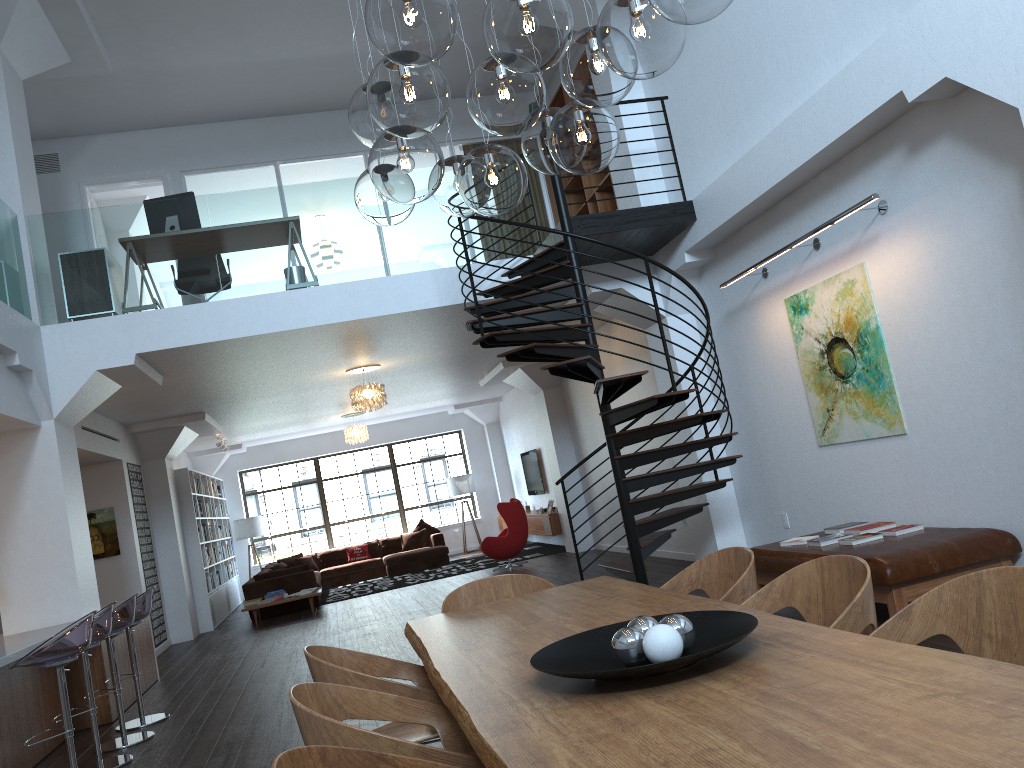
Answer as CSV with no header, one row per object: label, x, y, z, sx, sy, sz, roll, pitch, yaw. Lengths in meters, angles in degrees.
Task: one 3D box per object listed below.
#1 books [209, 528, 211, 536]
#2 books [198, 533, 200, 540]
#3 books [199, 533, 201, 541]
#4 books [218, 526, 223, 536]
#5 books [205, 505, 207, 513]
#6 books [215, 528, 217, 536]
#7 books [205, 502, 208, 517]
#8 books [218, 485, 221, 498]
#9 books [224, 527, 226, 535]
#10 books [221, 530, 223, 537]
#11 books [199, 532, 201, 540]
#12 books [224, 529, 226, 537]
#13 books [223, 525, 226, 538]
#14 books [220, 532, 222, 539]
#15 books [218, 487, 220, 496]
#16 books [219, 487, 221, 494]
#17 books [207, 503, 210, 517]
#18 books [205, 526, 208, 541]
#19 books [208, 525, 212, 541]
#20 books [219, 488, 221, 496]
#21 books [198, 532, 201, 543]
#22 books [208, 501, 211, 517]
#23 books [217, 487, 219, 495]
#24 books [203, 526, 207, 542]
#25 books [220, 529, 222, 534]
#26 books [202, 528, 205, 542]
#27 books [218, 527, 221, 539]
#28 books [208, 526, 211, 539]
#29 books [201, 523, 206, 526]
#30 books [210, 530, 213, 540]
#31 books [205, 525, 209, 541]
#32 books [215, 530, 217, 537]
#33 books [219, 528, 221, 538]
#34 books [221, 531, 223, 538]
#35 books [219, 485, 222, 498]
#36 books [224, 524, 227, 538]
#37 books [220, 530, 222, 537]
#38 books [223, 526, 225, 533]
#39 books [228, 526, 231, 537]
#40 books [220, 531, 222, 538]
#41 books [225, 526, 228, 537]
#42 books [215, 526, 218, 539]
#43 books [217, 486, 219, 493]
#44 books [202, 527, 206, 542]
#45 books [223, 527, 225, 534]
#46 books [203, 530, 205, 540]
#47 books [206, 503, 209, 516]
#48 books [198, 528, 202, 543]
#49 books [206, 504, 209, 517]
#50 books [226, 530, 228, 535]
books,-5.019,2.467,14.512,0.161,0.223,0.032,-10,-6,-13
books,-4.752,2.321,13.319,0.110,0.153,0.019,-10,-6,-13
books,-4.762,2.325,13.382,0.106,0.162,0.032,-10,-6,-13
books,-5.357,2.711,16.163,0.140,0.231,0.042,-10,-6,-13
books,-5.082,2.080,14.474,0.174,0.239,0.045,-10,-6,-13
books,-5.174,2.581,15.264,0.161,0.223,0.030,-10,-6,-13
books,-5.105,2.088,14.571,0.182,0.253,0.034,-10,-6,-13
books,-5.655,2.067,16.878,0.183,0.253,0.042,-10,-6,-13
books,-5.478,2.774,16.651,0.180,0.259,0.042,-10,-6,-13
books,-5.328,2.735,16.130,0.107,0.167,0.017,-10,-6,-13
books,-4.768,2.327,13.407,0.107,0.167,0.017,-10,-6,-13
books,-5.456,2.768,16.575,0.171,0.246,0.039,-10,-6,-13
books,-5.446,2.755,16.503,0.183,0.253,0.042,-10,-6,-13
books,-5.300,2.702,15.935,0.128,0.178,0.022,-10,-6,-13
books,-5.638,2.054,16.793,0.183,0.253,0.042,-10,-6,-13
books,-5.675,2.080,16.962,0.183,0.253,0.042,-10,-6,-13
books,-5.154,2.131,14.812,0.174,0.239,0.045,-10,-6,-13
books,-4.927,2.390,14.042,0.174,0.239,0.045,-10,-6,-13
books,-5.044,2.461,14.546,0.183,0.253,0.042,-10,-6,-13
books,-5.664,2.073,16.920,0.183,0.253,0.042,-10,-6,-13
books,-4.764,2.321,13.356,0.120,0.167,0.020,-10,-6,-13
books,-5.195,2.131,14.945,0.197,0.283,0.065,-10,-6,-13
books,-5.616,2.036,16.665,0.183,0.253,0.042,-10,-6,-13
books,-4.909,2.369,13.945,0.182,0.253,0.034,-10,-6,-13
books,-5.323,2.729,16.079,0.120,0.167,0.020,-10,-6,-13
books,-4.860,2.340,13.703,0.174,0.239,0.045,-10,-6,-13
books,-5.282,2.670,15.803,0.140,0.206,0.042,-10,-6,-13
books,-5.010,2.449,14.438,0.174,0.240,0.054,-10,-6,-13
books,-4.965,2.386,14.175,0.176,0.294,0.102,-10,-6,-13
books,-5.052,2.500,14.663,0.161,0.207,0.135,-10,-6,-13
books,-4.939,2.393,14.115,0.182,0.253,0.034,-10,-6,-13
books,-5.167,2.557,15.196,0.174,0.251,0.051,-10,-6,-13
books,-5.285,2.682,15.842,0.139,0.191,0.036,-10,-6,-13
books,-5.322,2.733,16.106,0.106,0.162,0.032,-10,-6,-13
books,-5.681,2.086,17.005,0.183,0.253,0.042,-10,-6,-13
books,-5.490,2.789,16.736,0.183,0.253,0.042,-10,-6,-13
books,-5.312,2.729,16.042,0.110,0.153,0.019,-10,-6,-13
books,-5.422,2.762,16.470,0.161,0.223,0.032,-10,-6,-13
books,-5.592,2.888,17.283,0.182,0.215,0.188,-10,-6,-13
books,-5.316,2.718,16.024,0.109,0.171,0.018,-10,-6,-13
books,-5.507,2.811,16.822,0.174,0.236,0.142,-10,-6,-13
books,-5.207,2.587,15.363,0.171,0.246,0.036,-10,-6,-13
books,-5.627,2.043,16.707,0.183,0.253,0.042,-10,-6,-13
books,-4.901,2.371,13.874,0.167,0.230,0.037,-10,-6,-13
books,-5.413,2.743,16.396,0.174,0.240,0.054,-10,-6,-13
books,-4.879,2.364,13.818,0.161,0.223,0.027,-10,-6,-13
books,-5.148,2.121,14.761,0.170,0.245,0.057,-10,-6,-13
books,-4.797,2.303,13.440,0.140,0.231,0.042,-10,-6,-13
books,-5.126,2.121,14.696,0.161,0.223,0.027,-10,-6,-13
books,-5.508,2.832,16.878,0.161,0.207,0.135,-10,-6,-13
